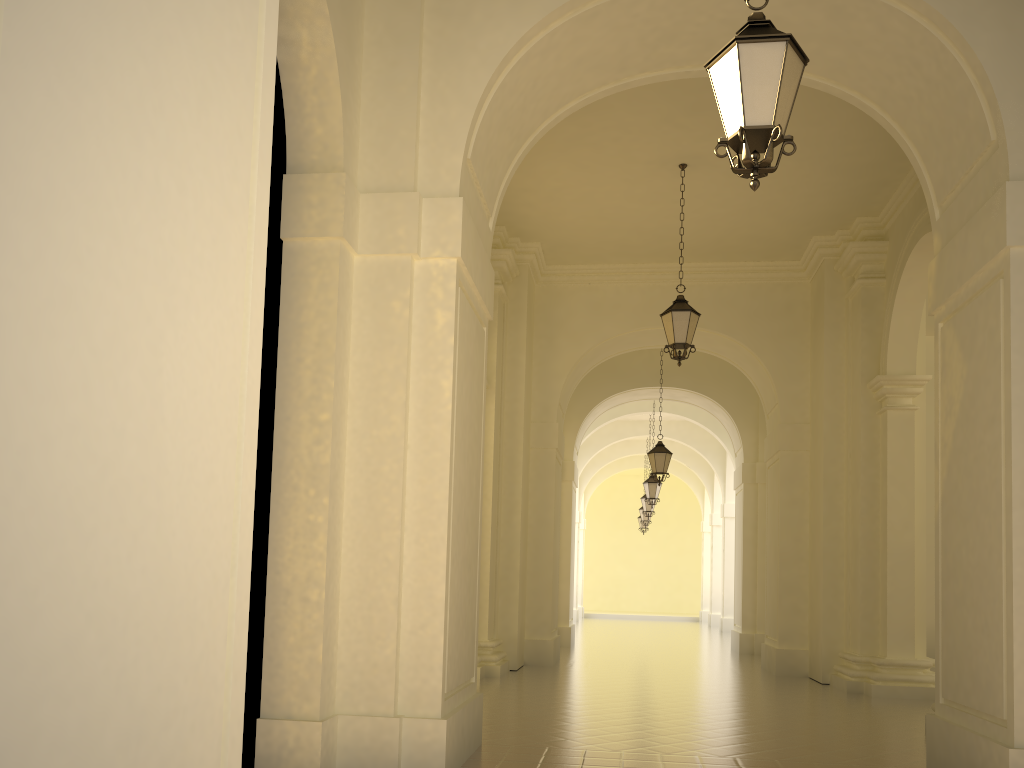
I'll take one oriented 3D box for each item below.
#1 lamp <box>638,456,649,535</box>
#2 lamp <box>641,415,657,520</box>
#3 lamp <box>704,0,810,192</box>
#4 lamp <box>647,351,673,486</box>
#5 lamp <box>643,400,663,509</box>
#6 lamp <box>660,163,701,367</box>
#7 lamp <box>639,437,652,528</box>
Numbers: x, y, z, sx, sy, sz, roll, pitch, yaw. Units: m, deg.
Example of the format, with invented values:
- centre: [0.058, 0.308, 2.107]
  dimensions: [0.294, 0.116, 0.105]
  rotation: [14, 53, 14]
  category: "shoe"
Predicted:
- centre: [5.083, 4.145, 33.599]
  dimensions: [0.510, 3.271, 0.447]
  rotation: [1, -4, 8]
  category: "lamp"
- centre: [4.089, 2.409, 26.052]
  dimensions: [0.510, 3.271, 0.447]
  rotation: [1, -4, 8]
  category: "lamp"
- centre: [1.238, -2.573, 4.399]
  dimensions: [0.444, 3.271, 0.514]
  rotation: [3, -4, -22]
  category: "lamp"
- centre: [2.924, 0.373, 17.202]
  dimensions: [0.444, 3.271, 0.514]
  rotation: [3, -4, -22]
  category: "lamp"
- centre: [3.581, 1.522, 22.198]
  dimensions: [0.510, 3.271, 0.447]
  rotation: [1, -4, 8]
  category: "lamp"
- centre: [2.094, -1.473, 10.845]
  dimensions: [0.443, 2.536, 0.515]
  rotation: [-1, -5, 38]
  category: "lamp"
- centre: [4.587, 3.280, 29.837]
  dimensions: [0.510, 3.271, 0.447]
  rotation: [1, -4, 8]
  category: "lamp"
